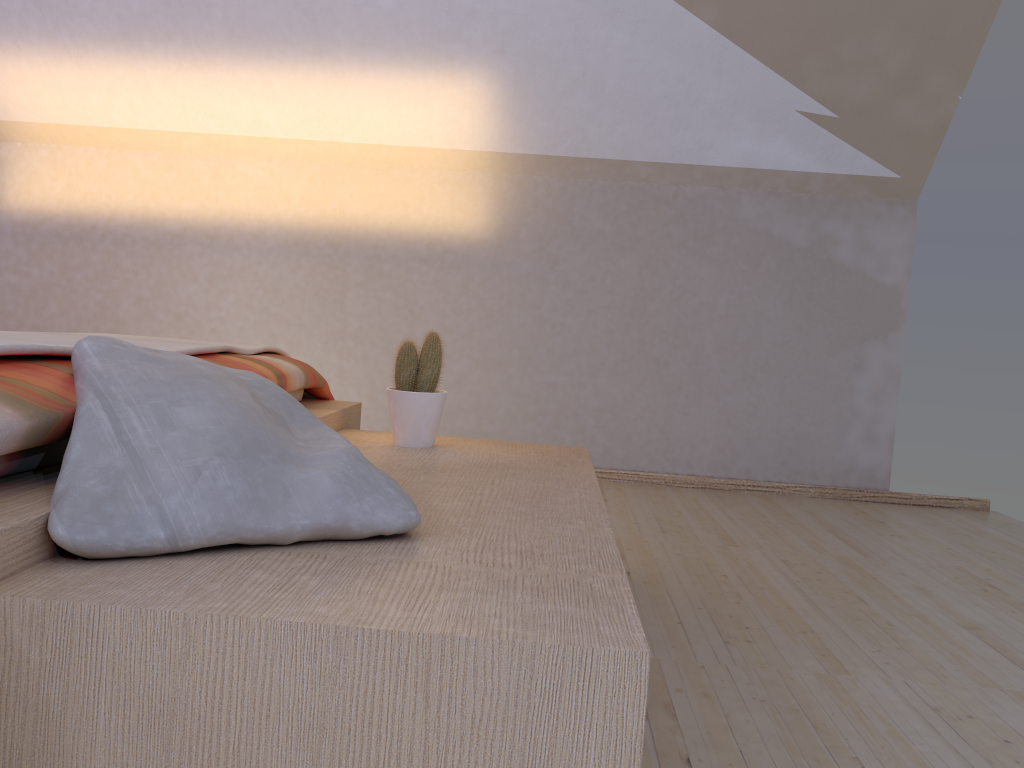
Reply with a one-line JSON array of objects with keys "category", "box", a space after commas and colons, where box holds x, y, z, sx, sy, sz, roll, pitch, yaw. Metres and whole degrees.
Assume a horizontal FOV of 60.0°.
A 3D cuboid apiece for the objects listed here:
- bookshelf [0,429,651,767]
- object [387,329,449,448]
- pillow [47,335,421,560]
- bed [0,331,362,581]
[{"category": "bookshelf", "box": [-0.169, 0.332, 1.582, 0.643, 0.303, 1.495, 4, 3, 2]}, {"category": "object", "box": [-0.224, 0.007, 2.101, 0.144, 0.294, 0.144, 6, 4, 28]}, {"category": "pillow", "box": [-0.413, 0.069, 1.259, 0.470, 0.241, 0.498, 2, 4, -33]}, {"category": "bed", "box": [-1.963, -0.145, 1.641, 3.009, 0.994, 2.087, 4, 3, 2]}]
